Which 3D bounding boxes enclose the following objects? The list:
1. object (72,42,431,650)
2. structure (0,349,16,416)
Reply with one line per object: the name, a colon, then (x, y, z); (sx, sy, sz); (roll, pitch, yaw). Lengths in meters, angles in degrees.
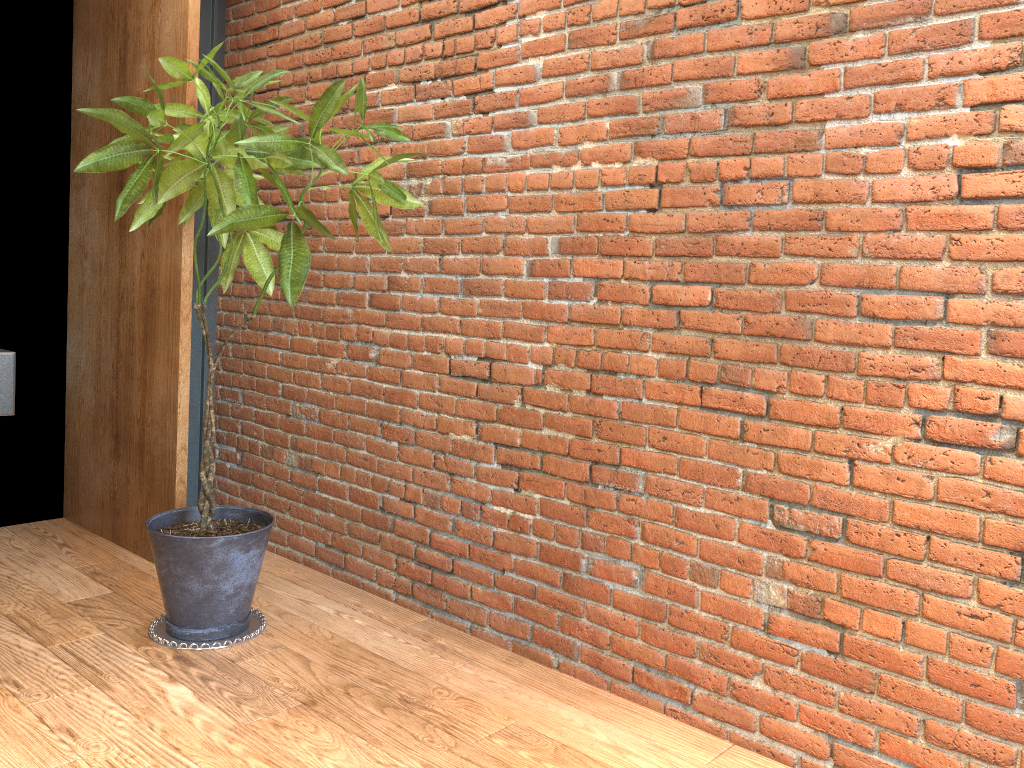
object: (-1.031, -0.146, 3.183); (1.083, 2.091, 1.521); (-1, 5, -43)
structure: (-3.321, 0.393, 0.339); (2.925, 1.392, 4.924); (8, 8, 42)
